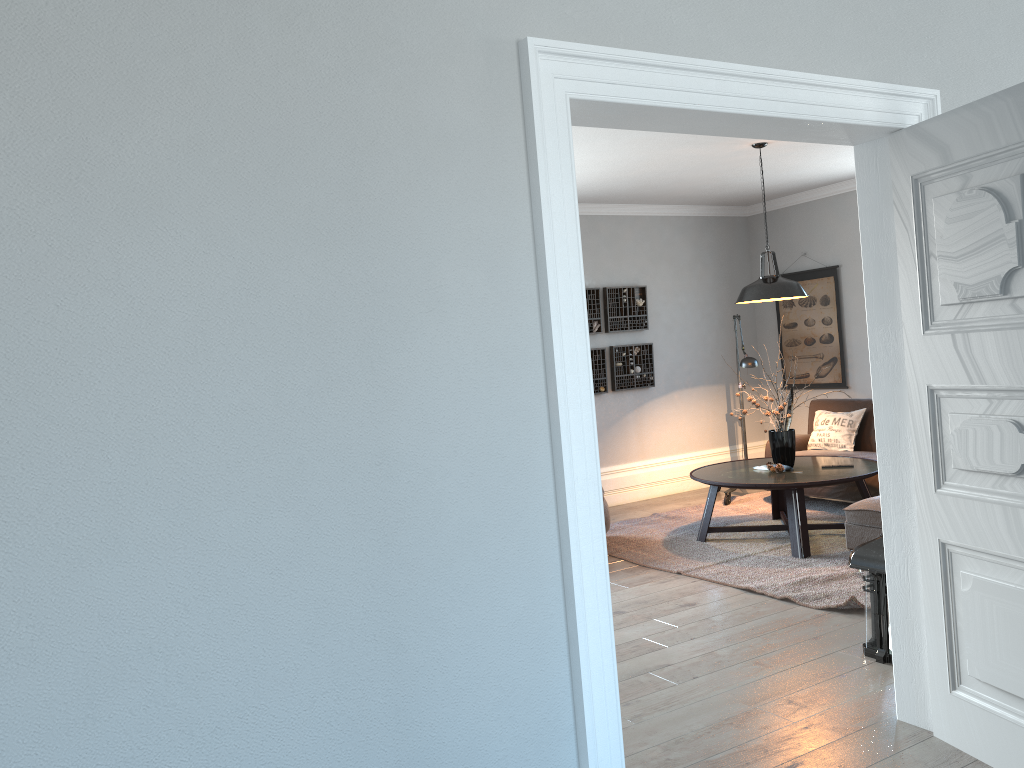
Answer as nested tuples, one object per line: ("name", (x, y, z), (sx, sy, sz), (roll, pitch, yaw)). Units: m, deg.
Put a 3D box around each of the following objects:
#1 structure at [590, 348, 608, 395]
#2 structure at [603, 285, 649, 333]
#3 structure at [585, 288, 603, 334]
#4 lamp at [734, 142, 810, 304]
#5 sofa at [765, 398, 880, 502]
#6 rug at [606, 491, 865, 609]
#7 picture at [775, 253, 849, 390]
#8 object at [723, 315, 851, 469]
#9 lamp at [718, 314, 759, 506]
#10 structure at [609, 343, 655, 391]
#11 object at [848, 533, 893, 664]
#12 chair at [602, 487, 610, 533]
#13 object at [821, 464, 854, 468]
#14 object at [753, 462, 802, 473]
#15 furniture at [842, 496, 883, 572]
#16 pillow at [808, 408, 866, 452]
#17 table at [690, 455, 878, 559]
("structure", (0.647, -0.104, 7.922), (0.468, 0.416, 0.086), (-6, 2, -31))
("structure", (1.059, -0.693, 8.170), (0.468, 0.416, 0.105), (-6, 2, -31))
("structure", (0.587, -0.643, 7.918), (0.468, 0.416, 0.099), (-6, 2, -31))
("lamp", (1.751, -1.116, 6.126), (0.504, 1.075, 0.504), (-4, 1, 17))
("sofa", (2.960, 0.557, 6.790), (0.969, 0.824, 2.165), (-6, 2, -31))
("rug", (1.980, 1.028, 6.173), (2.400, 0.090, 2.818), (-6, 2, -30))
("picture", (2.831, -0.603, 8.464), (0.057, 1.313, 0.793), (-6, 2, -31))
("object", (1.849, 0.064, 6.033), (0.853, 1.066, 0.525), (-4, 2, 30))
("lamp", (2.198, 0.181, 8.082), (0.797, 1.644, 1.864), (-5, 2, 7))
("structure", (1.117, -0.160, 8.201), (0.468, 0.416, 0.086), (-6, 2, -31))
("object", (1.665, 0.869, 3.827), (0.323, 0.599, 0.323), (-6, 2, -31))
("chair", (0.203, 0.821, 6.380), (0.970, 0.795, 0.807), (-5, 2, 11))
("object", (2.223, 0.560, 6.054), (0.207, 0.011, 0.051), (-4, 2, 19))
("object", (1.824, 0.571, 6.109), (0.153, 0.067, 0.404), (-5, 2, -13))
("furniture", (2.291, 0.855, 5.049), (0.574, 0.440, 0.583), (-6, 2, -30))
("pillow", (2.700, 0.392, 7.416), (0.240, 0.368, 0.519), (-6, 2, -30))
("table", (1.918, 0.838, 6.175), (1.300, 0.503, 1.299), (-6, 2, -38))
